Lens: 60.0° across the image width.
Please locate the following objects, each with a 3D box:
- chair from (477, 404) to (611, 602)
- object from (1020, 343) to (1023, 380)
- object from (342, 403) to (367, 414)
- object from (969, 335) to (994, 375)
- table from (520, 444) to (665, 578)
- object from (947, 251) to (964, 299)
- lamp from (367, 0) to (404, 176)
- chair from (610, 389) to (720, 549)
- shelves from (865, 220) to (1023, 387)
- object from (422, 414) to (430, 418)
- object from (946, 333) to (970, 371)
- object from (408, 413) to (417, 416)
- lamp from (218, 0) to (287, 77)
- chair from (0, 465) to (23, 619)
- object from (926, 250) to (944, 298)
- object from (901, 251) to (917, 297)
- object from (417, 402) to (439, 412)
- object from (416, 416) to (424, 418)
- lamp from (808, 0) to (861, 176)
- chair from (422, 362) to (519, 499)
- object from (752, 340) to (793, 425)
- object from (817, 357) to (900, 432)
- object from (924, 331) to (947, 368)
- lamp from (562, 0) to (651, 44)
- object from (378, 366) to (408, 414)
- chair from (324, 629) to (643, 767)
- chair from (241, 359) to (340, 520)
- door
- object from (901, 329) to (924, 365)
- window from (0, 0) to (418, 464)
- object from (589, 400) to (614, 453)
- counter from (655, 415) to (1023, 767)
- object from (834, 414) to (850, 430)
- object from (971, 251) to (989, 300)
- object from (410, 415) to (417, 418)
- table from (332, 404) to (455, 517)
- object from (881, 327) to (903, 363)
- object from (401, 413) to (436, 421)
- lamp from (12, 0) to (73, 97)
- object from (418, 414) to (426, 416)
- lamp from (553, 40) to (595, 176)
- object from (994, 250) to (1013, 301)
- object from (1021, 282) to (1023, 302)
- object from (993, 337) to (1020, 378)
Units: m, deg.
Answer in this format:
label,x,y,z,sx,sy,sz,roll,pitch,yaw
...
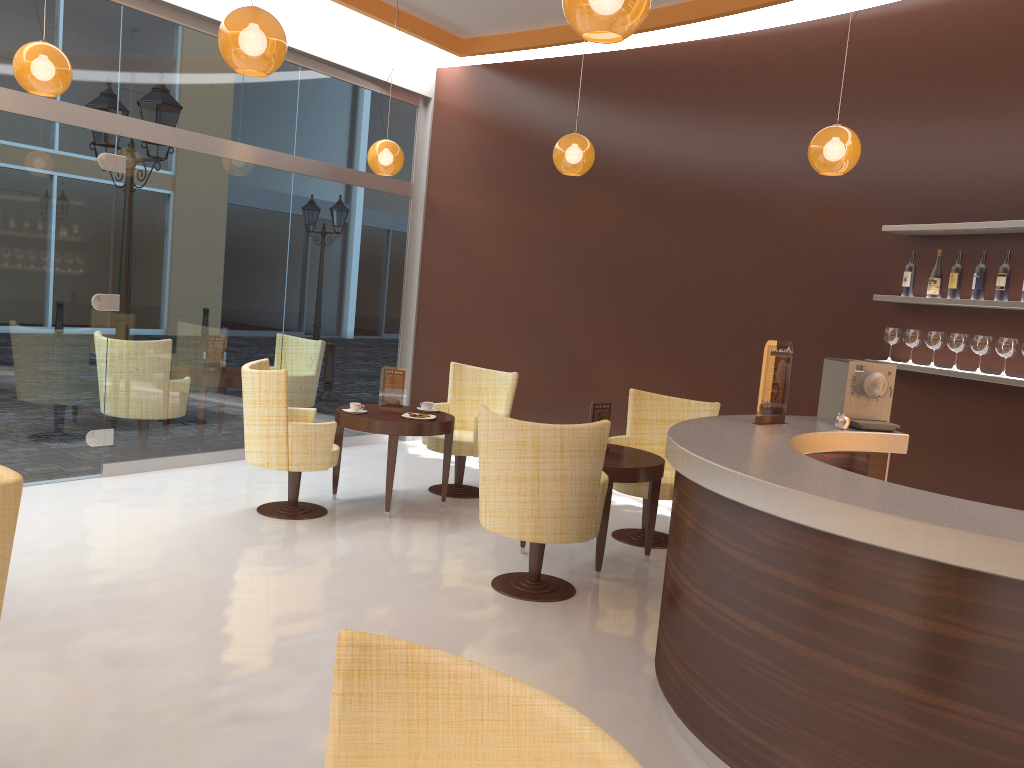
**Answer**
label,x,y,z,sx,sy,sz,roll,pitch,yaw
chair,0.149,0.643,4.896,0.729,1.017,0.685,6,6,12
object,2.873,-0.129,4.892,0.125,0.221,0.125,2,7,-31
object,-1.127,0.173,6.365,0.153,0.069,0.153,9,7,35
object,2.751,-0.172,5.205,0.125,0.221,0.125,2,7,-31
table,0.496,0.770,5.639,0.872,0.679,0.874,4,6,-9
object,2.700,-0.658,5.384,0.073,0.297,0.073,6,6,4
lamp,-0.980,-2.460,7.208,0.299,1.500,0.299,5,6,2
chair,1.014,0.585,6.240,0.729,1.017,0.685,10,8,41
shelves,2.950,-0.297,3.557,0.586,0.902,4.744,4,6,-8
object,-0.623,0.231,6.401,0.052,0.018,0.055,2,7,-31
object,2.685,-0.193,5.353,0.125,0.221,0.125,2,7,-31
object,-0.715,0.218,6.383,0.055,0.016,0.052,9,7,33
lamp,-1.102,-2.135,3.898,0.299,1.500,0.299,-1,8,-45
chair,-1.762,0.721,2.426,0.729,1.017,0.685,9,7,31
object,2.643,-0.682,5.514,0.086,0.303,0.086,7,6,13
object,2.544,-0.701,5.668,0.073,0.297,0.073,11,8,44
object,-0.639,0.175,6.775,0.153,0.069,0.153,1,7,-33
object,-0.660,0.234,6.346,0.055,0.014,0.053,7,6,17
lamp,1.963,-1.989,5.189,0.299,1.500,0.299,6,6,13
chair,-0.358,0.367,7.169,0.729,1.017,0.685,10,7,37
object,1.307,-0.008,4.408,0.258,0.414,0.052,0,8,-42
object,1.837,0.053,4.646,0.270,0.340,0.373,4,6,-11
object,2.619,-0.214,5.501,0.125,0.221,0.125,2,7,-31
lamp,0.369,-1.900,2.888,0.299,1.500,0.299,6,6,12
object,-0.877,0.042,6.551,0.209,0.335,0.042,6,6,9
chair,-0.213,0.979,1.259,0.685,1.017,0.729,1,7,-39
chair,-1.520,0.373,6.070,0.685,1.017,0.729,3,6,-24
door,-3.414,-0.520,5.804,0.020,2.499,1.640,9,7,34
object,2.548,-0.235,5.647,0.125,0.221,0.125,2,7,-31
window,-3.369,-1.015,5.754,0.040,3.380,8.200,9,7,34
object,0.556,0.270,5.582,0.209,0.335,0.042,0,8,-42
counter,1.394,0.857,3.487,1.586,1.100,2.917,4,6,-11
object,1.662,0.189,4.461,0.075,0.077,0.075,5,6,3
object,2.766,-0.637,5.233,0.073,0.297,0.073,11,8,44
object,-0.705,0.230,6.350,0.054,0.018,0.051,4,6,-8
table,-0.887,0.550,6.577,0.872,0.679,0.874,4,6,-9
object,2.474,-0.256,5.786,0.125,0.221,0.125,2,7,-31
object,-0.671,0.237,6.385,0.234,0.020,0.234,6,6,6
lamp,-2.573,-2.371,4.908,0.299,1.500,0.299,6,6,9
object,-0.654,0.223,6.434,0.054,0.018,0.051,9,7,32
lamp,0.491,-2.225,6.199,0.299,1.500,0.299,6,6,12
object,2.824,-0.616,5.083,0.073,0.297,0.073,11,8,44
object,2.885,-0.594,4.921,0.073,0.297,0.073,9,7,31
object,2.812,-0.151,5.050,0.125,0.221,0.125,2,7,-31
